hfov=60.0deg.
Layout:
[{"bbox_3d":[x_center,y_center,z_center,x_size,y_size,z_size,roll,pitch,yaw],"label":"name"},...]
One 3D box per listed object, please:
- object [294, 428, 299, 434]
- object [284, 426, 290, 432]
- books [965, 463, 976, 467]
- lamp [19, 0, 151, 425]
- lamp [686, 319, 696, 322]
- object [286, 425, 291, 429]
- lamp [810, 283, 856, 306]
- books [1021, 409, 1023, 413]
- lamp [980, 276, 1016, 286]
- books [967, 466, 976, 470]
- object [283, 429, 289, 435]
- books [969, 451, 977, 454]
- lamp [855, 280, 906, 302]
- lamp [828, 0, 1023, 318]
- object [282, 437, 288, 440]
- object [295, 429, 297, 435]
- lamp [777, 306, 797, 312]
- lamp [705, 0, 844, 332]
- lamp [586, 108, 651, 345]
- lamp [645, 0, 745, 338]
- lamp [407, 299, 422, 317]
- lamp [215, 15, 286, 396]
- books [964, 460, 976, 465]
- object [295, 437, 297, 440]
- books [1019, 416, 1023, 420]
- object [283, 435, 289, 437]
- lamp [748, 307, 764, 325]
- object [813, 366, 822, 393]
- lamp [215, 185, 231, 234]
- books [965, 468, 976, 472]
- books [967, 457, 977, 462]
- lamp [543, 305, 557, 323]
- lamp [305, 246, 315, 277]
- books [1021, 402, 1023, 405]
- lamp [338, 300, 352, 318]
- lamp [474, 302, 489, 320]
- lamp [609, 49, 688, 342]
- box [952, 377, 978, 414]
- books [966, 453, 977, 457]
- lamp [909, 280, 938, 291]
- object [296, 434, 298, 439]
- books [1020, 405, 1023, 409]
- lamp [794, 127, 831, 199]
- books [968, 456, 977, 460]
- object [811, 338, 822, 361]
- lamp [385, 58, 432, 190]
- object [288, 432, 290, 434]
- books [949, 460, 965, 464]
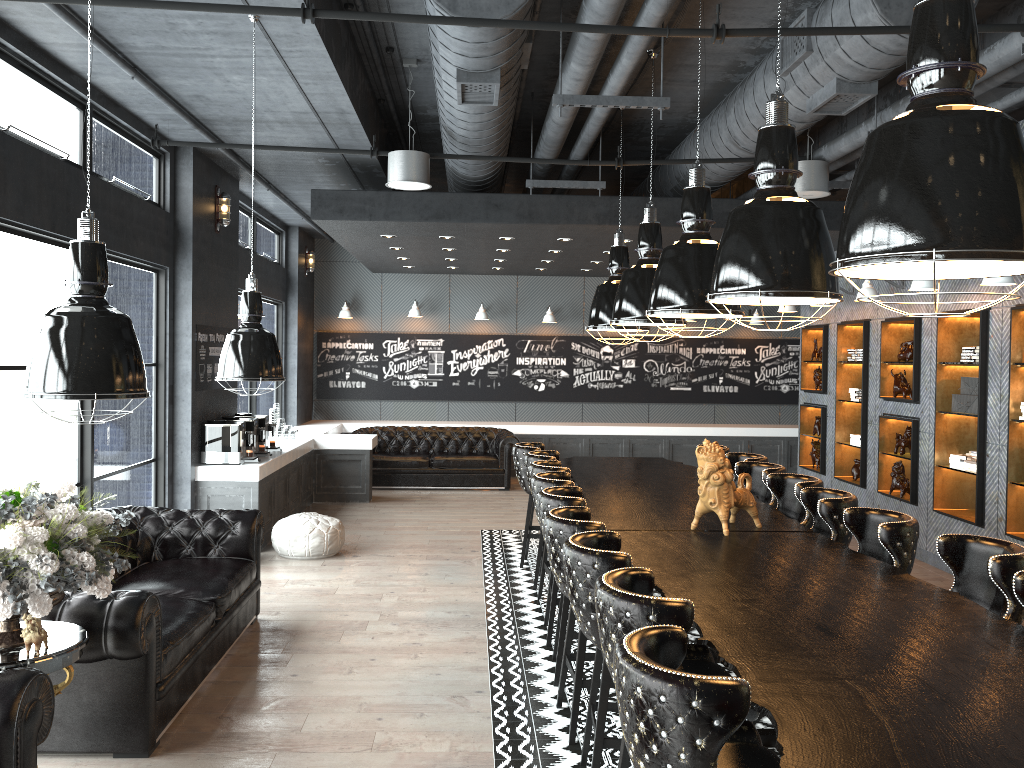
[{"bbox_3d":[-2.767,0.597,11.371,0.074,0.073,0.074,2,2,28],"label":"object"},{"bbox_3d":[-2.844,0.566,11.204,0.074,0.073,0.074,1,1,17],"label":"object"},{"bbox_3d":[4.042,0.700,7.630,0.202,0.022,0.228,1,2,0],"label":"books"},{"bbox_3d":[-1.385,-0.951,2.898,0.391,2.161,0.391,2,1,42],"label":"lamp"},{"bbox_3d":[2.935,-1.177,14.668,0.243,0.287,0.490,1,2,13],"label":"lamp"},{"bbox_3d":[-2.847,0.563,11.284,0.074,0.073,0.074,1,1,17],"label":"object"},{"bbox_3d":[3.603,-1.020,9.941,0.490,0.287,0.244,1,1,13],"label":"lamp"},{"bbox_3d":[4.110,0.213,6.856,0.245,0.028,0.193,1,2,3],"label":"books"},{"bbox_3d":[3.759,-0.885,6.606,0.490,0.287,0.244,1,1,13],"label":"lamp"},{"bbox_3d":[4.042,0.722,7.629,0.158,0.021,0.224,1,2,6],"label":"books"},{"bbox_3d":[-2.840,0.603,11.122,0.074,0.073,0.074,1,1,17],"label":"object"},{"bbox_3d":[4.071,0.594,7.625,0.185,0.024,0.212,1,2,-8],"label":"books"},{"bbox_3d":[3.657,-0.968,8.790,0.490,0.287,0.244,1,1,13],"label":"lamp"},{"bbox_3d":[1.303,-1.356,2.672,0.621,2.302,0.621,2,2,42],"label":"lamp"},{"bbox_3d":[-2.841,0.664,11.124,0.074,0.073,0.074,1,1,17],"label":"object"},{"bbox_3d":[-2.760,0.602,11.209,0.074,0.073,0.074,1,1,17],"label":"object"},{"bbox_3d":[3.552,-1.042,11.024,0.490,0.287,0.244,1,1,13],"label":"lamp"},{"bbox_3d":[1.235,-1.399,4.130,0.621,2.302,0.621,2,2,42],"label":"lamp"},{"bbox_3d":[1.031,-1.530,8.504,0.621,2.302,0.621,2,2,42],"label":"lamp"},{"bbox_3d":[1.167,-1.443,5.588,0.621,2.302,0.621,2,2,42],"label":"lamp"},{"bbox_3d":[-1.539,-1.234,14.458,0.243,0.287,0.490,1,2,13],"label":"lamp"},{"bbox_3d":[-1.487,-1.016,5.073,0.391,2.161,0.391,2,1,42],"label":"lamp"},{"bbox_3d":[4.037,0.680,7.627,0.205,0.019,0.264,1,2,-4],"label":"books"},{"bbox_3d":[-2.761,0.663,11.210,0.074,0.073,0.074,1,1,17],"label":"object"},{"bbox_3d":[4.092,0.270,6.847,0.245,0.028,0.193,0,2,-10],"label":"books"},{"bbox_3d":[-2.841,0.630,11.123,0.074,0.073,0.074,1,1,17],"label":"object"},{"bbox_3d":[4.054,-1.127,14.722,0.243,0.287,0.490,1,2,13],"label":"lamp"},{"bbox_3d":[3.849,-0.059,11.039,0.155,0.329,0.236,1,1,2],"label":"object"},{"bbox_3d":[-2.930,-1.774,9.022,0.139,0.480,0.145,1,1,-3],"label":"lamp"},{"bbox_3d":[4.035,0.742,7.621,0.167,0.023,0.228,1,2,-3],"label":"books"},{"bbox_3d":[4.048,0.658,7.633,0.197,0.023,0.248,1,2,14],"label":"books"},{"bbox_3d":[0.639,-1.151,14.561,0.243,0.287,0.490,1,2,13],"label":"lamp"},{"bbox_3d":[-3.159,-1.919,13.907,0.139,0.480,0.145,1,1,-3],"label":"lamp"},{"bbox_3d":[4.100,0.157,6.845,0.245,0.028,0.193,1,2,4],"label":"books"},{"bbox_3d":[-2.657,-1.212,14.406,0.243,0.287,0.490,1,2,13],"label":"lamp"},{"bbox_3d":[-0.460,-1.191,14.509,0.243,0.287,0.490,1,2,13],"label":"lamp"},{"bbox_3d":[1.099,-1.486,7.046,0.621,2.302,0.621,2,2,42],"label":"lamp"},{"bbox_3d":[4.082,0.097,7.810,0.298,0.315,0.419,1,1,-3],"label":"box"},{"bbox_3d":[4.048,0.615,7.619,0.197,0.020,0.206,1,2,-1],"label":"books"},{"bbox_3d":[3.708,-0.961,7.694,0.490,0.287,0.244,1,1,13],"label":"lamp"},{"bbox_3d":[-2.764,0.661,11.290,0.074,0.073,0.074,1,1,17],"label":"object"},{"bbox_3d":[4.080,0.185,6.825,0.245,0.028,0.193,1,2,10],"label":"books"},{"bbox_3d":[2.495,-2.108,7.469,0.380,1.045,0.382,1,1,24],"label":"lamp"},{"bbox_3d":[4.073,0.637,7.616,0.244,0.023,0.247,0,2,-18],"label":"books"},{"bbox_3d":[3.817,-0.431,11.052,0.097,0.290,0.290,1,1,-4],"label":"object"},{"bbox_3d":[-0.846,-2.149,7.311,0.381,1.045,0.380,0,1,-34],"label":"lamp"},{"bbox_3d":[-2.844,0.600,11.205,0.074,0.073,0.074,1,1,17],"label":"object"},{"bbox_3d":[4.062,0.699,7.927,0.166,0.024,0.227,0,2,-35],"label":"books"}]
